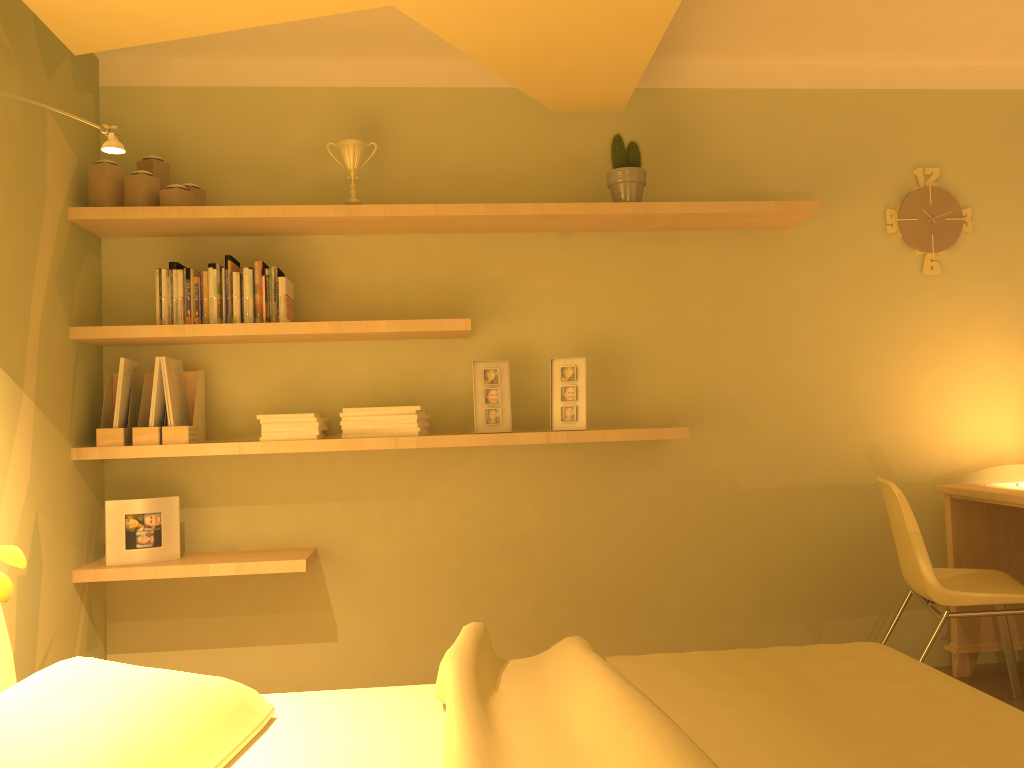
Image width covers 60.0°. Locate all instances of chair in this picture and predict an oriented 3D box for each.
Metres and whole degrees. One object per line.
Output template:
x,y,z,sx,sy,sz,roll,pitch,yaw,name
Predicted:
1.438,0.700,2.923,0.546,0.785,0.531,-2,-2,14,chair

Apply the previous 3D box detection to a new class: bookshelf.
-0.175,0.001,3.200,2.605,1.240,0.300,-2,-2,-6,bookshelf

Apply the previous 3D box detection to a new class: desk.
2.028,0.706,2.723,0.684,0.720,1.396,-2,-2,-6,desk

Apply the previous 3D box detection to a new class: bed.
-0.090,0.644,1.636,2.378,0.894,1.286,-2,-2,-6,bed

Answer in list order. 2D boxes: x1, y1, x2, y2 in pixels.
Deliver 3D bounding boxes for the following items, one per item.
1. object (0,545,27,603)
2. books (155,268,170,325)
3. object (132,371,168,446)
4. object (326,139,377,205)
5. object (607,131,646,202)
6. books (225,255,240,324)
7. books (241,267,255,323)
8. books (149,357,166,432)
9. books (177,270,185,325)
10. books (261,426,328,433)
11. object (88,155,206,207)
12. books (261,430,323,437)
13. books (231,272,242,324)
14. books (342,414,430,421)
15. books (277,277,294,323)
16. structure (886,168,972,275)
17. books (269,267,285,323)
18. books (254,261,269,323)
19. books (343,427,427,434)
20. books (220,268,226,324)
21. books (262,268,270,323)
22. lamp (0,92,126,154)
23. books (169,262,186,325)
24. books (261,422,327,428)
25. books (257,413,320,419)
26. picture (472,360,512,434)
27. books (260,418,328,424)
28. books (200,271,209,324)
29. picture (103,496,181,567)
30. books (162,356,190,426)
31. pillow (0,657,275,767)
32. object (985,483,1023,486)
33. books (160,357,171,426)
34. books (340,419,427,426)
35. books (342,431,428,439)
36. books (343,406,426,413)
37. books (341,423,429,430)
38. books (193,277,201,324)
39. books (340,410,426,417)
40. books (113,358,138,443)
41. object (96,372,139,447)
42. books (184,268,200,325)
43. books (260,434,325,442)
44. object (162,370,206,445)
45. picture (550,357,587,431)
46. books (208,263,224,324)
-0.735,0.603,0.769,0.372,0.944,0.828,-1,-2,-12,object
-1.209,-0.291,3.111,0.040,0.203,0.157,-2,-2,-6,books
-1.241,0.081,3.090,0.087,0.259,0.236,-2,-2,-6,object
-0.576,-0.742,3.207,0.160,0.268,0.095,0,-3,-35,object
0.420,-0.786,3.262,0.145,0.294,0.145,-1,-3,-24,object
-0.986,-0.320,3.133,0.021,0.247,0.157,-2,-2,-6,books
-0.923,-0.299,3.138,0.040,0.203,0.157,-2,-2,-6,books
-1.219,0.060,3.091,0.048,0.297,0.214,-2,-2,-6,books
-1.146,-0.290,3.117,0.022,0.198,0.157,-2,-2,-6,books
-0.765,0.160,3.143,0.190,0.015,0.270,-2,-2,-5,books
-1.276,-0.703,3.116,0.349,0.229,0.234,-2,-2,-4,object
-0.772,0.175,3.138,0.190,0.015,0.270,-1,-2,-9,books
-0.958,-0.289,3.126,0.032,0.184,0.173,-2,-2,-6,books
-0.446,0.120,3.161,0.270,0.015,0.190,-2,-2,8,books
-0.801,-0.283,3.139,0.032,0.163,0.178,-2,-2,-6,books
1.671,-0.652,3.540,0.360,0.432,0.027,-2,-2,-6,structure
-0.834,-0.302,3.147,0.032,0.203,0.157,-2,-2,-6,books
-0.889,-0.313,3.151,0.032,0.229,0.138,-2,-2,-6,books
-0.449,0.166,3.166,0.270,0.015,0.190,-2,-2,2,books
-1.004,-0.297,3.131,0.017,0.203,0.155,-2,-2,-6,books
-0.860,-0.299,3.144,0.022,0.198,0.157,-2,-2,-6,books
-1.108,-0.588,1.906,0.533,0.178,0.050,-2,-2,-6,lamp
-1.174,-0.305,3.124,0.032,0.229,0.138,-2,-2,-6,books
-0.766,0.145,3.137,0.190,0.015,0.270,-2,-2,-6,books
-0.784,0.115,3.130,0.190,0.015,0.270,-2,-2,-8,books
-0.079,0.049,3.260,0.134,0.264,0.171,-2,-2,-6,picture
-0.768,0.130,3.145,0.190,0.015,0.270,-2,-2,-4,books
-1.067,-0.290,3.130,0.032,0.193,0.146,-2,-2,-6,books
-1.274,0.502,3.059,0.247,0.219,0.131,-1,-3,-28,picture
-1.166,0.059,3.098,0.043,0.296,0.210,-2,-2,-5,books
-0.784,0.649,1.580,0.482,0.213,0.801,-2,-2,4,pillow
1.898,0.366,3.239,0.300,0.009,0.040,-3,-3,24,object
-1.175,0.060,3.093,0.036,0.296,0.210,-2,-2,-5,books
-0.453,0.136,3.160,0.270,0.015,0.190,-2,-2,5,books
-0.449,0.181,3.165,0.270,0.015,0.190,-2,-2,5,books
-0.452,0.091,3.169,0.270,0.015,0.190,-2,-2,0,books
-0.447,0.150,3.158,0.270,0.015,0.190,-2,-2,7,books
-1.092,-0.279,3.121,0.021,0.172,0.157,-2,-2,-6,books
-0.459,0.107,3.179,0.270,0.015,0.190,-2,-2,5,books
-1.344,0.064,3.080,0.048,0.297,0.214,-1,-2,-11,books
-1.367,0.085,3.077,0.087,0.259,0.236,-1,-2,-11,object
-1.119,-0.294,3.119,0.032,0.203,0.157,-2,-2,-6,books
-0.772,0.190,3.137,0.190,0.015,0.270,-2,-2,-6,books
-1.146,0.079,3.099,0.087,0.259,0.236,-2,-2,-5,object
0.226,0.038,3.247,0.134,0.264,0.171,-3,-2,21,picture
-1.031,-0.303,3.124,0.038,0.217,0.166,-2,-2,-6,books
